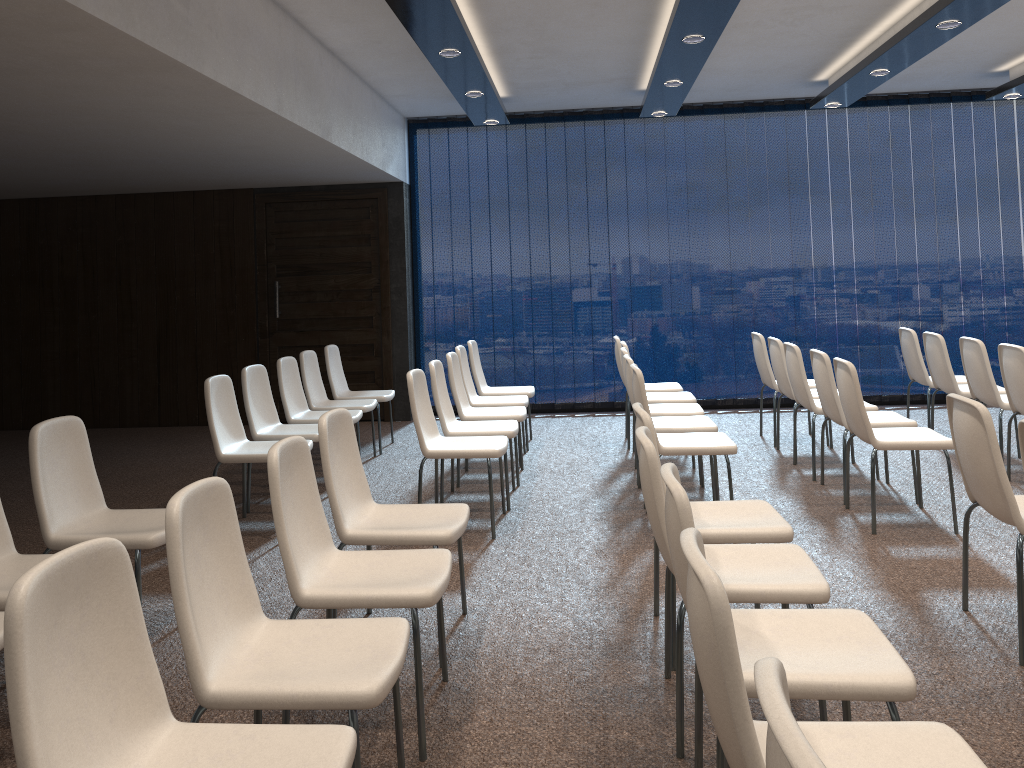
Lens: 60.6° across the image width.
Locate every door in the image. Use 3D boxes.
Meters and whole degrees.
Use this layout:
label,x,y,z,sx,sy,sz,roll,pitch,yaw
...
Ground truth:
label,x,y,z,sx,sy,sz,roll,pitch,yaw
door,-1.941,-0.810,9.123,1.399,2.414,0.268,-2,-2,5

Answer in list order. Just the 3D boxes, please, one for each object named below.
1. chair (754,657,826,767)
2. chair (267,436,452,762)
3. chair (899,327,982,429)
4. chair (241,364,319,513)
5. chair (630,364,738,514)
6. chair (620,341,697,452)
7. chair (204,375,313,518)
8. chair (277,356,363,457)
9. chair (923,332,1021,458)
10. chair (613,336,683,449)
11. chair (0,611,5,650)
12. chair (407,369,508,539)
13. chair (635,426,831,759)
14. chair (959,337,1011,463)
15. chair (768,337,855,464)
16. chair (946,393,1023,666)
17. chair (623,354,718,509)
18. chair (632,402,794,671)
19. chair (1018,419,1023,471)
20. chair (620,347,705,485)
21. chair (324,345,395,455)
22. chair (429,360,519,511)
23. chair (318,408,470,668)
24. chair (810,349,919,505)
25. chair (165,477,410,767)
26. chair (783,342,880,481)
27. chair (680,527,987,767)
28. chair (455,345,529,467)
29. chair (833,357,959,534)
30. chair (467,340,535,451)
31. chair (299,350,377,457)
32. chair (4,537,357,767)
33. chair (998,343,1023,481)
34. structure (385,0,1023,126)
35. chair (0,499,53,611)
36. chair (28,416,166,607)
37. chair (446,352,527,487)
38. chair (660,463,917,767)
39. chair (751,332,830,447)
label,x,y,z,sx,sy,sz,roll,pitch,yaw
chair,0.584,0.811,0.982,0.557,0.903,0.531,-2,0,7
chair,-0.482,0.628,2.857,0.557,0.903,0.531,-2,0,3
chair,3.494,-0.018,7.146,0.557,0.903,0.531,-2,0,7
chair,-1.455,0.321,5.758,0.557,0.903,0.531,-2,0,7
chair,0.961,0.335,4.916,0.557,0.903,0.531,-2,0,4
chair,1.125,0.116,6.726,0.557,0.903,0.531,-2,0,6
chair,-1.480,0.395,5.141,0.557,0.903,0.531,-2,0,4
chair,-1.391,0.248,6.363,0.557,0.903,0.531,-2,0,5
chair,3.424,0.053,6.567,0.557,0.903,0.531,-2,0,6
chair,1.148,0.041,7.350,0.557,0.903,0.531,-2,0,6
chair,-1.701,0.726,2.395,0.557,0.903,0.531,-2,0,4
chair,-0.306,0.363,5.055,0.557,0.903,0.531,-2,0,6
chair,0.692,0.594,2.789,0.557,0.903,0.531,-2,0,7
chair,3.405,0.123,5.977,0.557,0.903,0.531,-2,0,6
chair,2.249,0.088,6.619,0.557,0.903,0.531,-2,0,3
chair,1.981,0.490,3.290,0.557,0.903,0.531,-2,0,7
chair,1.000,0.261,5.528,0.557,0.903,0.531,-2,0,5
chair,0.760,0.525,3.361,0.558,0.903,0.531,-2,0,3
chair,1.916,0.564,2.679,0.557,0.903,0.531,-2,0,5
chair,1.052,0.190,6.112,0.557,0.903,0.531,-2,0,7
chair,-1.303,0.107,7.528,0.557,0.903,0.531,-2,0,4
chair,-0.237,0.293,5.628,0.557,0.903,0.531,-2,0,4
chair,-0.459,0.553,3.487,0.557,0.903,0.531,-2,0,7
chair,2.176,0.229,5.450,0.557,0.903,0.531,-2,0,5
chair,-0.555,0.703,2.240,0.558,0.903,0.531,-2,0,3
chair,2.198,0.155,6.067,0.557,0.903,0.531,-2,0,4
chair,0.608,0.739,1.590,0.557,0.903,0.531,-2,0,5
chair,-0.149,0.145,6.859,0.557,0.903,0.531,-2,0,5
chair,2.106,0.301,4.853,0.557,0.903,0.531,-2,0,6
chair,-0.085,0.071,7.467,0.557,0.903,0.531,-2,0,5
chair,-1.372,0.178,6.951,0.557,0.903,0.531,-2,0,5
chair,-0.606,0.773,1.667,0.557,0.903,0.531,-2,0,7
chair,3.341,0.197,5.368,0.557,0.903,0.531,-2,0,5
structure,5.844,-2.325,4.020,13.136,0.230,8.113,-1,7,5
chair,-1.650,0.659,2.947,0.558,0.903,0.531,-2,0,3
chair,-1.610,0.585,3.563,0.557,0.903,0.531,-2,0,4
chair,-0.174,0.218,6.247,0.557,0.903,0.531,-2,0,4
chair,0.673,0.665,2.200,0.557,0.903,0.531,-2,0,7
chair,2.290,0.014,7.235,0.557,0.903,0.531,-2,0,4
